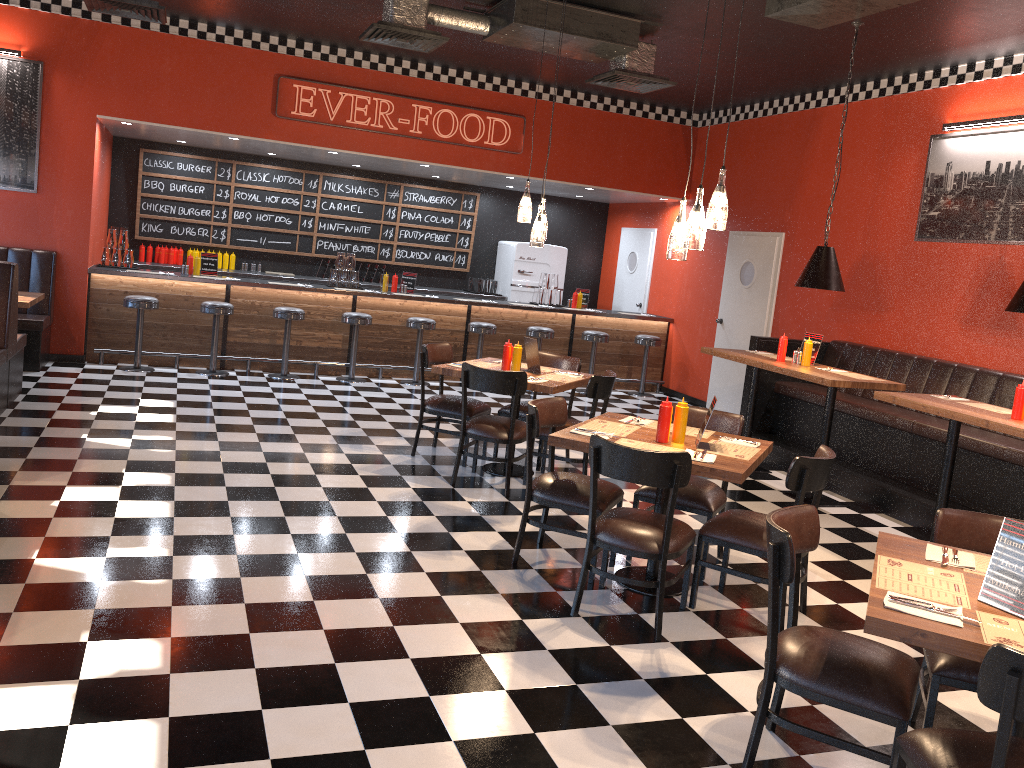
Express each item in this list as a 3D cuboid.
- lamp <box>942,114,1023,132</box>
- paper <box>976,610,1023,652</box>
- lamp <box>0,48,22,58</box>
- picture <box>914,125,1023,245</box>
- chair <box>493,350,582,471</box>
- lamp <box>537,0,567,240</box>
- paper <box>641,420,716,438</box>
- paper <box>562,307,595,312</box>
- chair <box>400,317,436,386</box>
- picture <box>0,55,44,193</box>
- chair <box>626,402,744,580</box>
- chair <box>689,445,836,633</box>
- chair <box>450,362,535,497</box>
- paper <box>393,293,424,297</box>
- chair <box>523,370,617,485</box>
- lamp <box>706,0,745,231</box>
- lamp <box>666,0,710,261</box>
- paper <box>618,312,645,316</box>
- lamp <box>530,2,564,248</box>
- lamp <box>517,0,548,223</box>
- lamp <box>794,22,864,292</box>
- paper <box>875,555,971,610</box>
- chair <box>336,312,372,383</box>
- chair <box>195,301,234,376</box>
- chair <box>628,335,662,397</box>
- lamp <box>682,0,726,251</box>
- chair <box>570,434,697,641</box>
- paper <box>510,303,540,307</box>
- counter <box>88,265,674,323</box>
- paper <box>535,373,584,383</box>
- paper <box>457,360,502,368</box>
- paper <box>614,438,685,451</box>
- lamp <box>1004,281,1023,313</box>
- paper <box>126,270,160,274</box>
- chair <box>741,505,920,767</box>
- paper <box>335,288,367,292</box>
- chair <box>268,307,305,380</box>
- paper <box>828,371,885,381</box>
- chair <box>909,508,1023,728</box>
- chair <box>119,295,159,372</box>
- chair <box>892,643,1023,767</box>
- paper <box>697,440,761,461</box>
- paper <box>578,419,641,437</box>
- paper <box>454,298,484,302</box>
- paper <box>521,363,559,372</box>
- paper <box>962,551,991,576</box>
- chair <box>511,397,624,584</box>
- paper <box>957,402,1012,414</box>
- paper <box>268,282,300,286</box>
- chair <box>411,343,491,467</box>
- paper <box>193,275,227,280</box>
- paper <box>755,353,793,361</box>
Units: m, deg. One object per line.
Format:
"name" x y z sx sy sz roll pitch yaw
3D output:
"lamp" 4.016 -2.095 7.020 0.081 0.056 1.453 3 9 -21
"paper" 1.465 0.700 2.389 0.366 0.001 0.262 10 9 22
"lamp" -5.112 -3.260 8.617 0.610 0.056 0.082 3 8 -21
"picture" 3.983 -1.590 7.100 0.023 0.935 1.781 4 8 -21
"chair" 0.227 0.193 7.133 0.488 0.863 0.545 11 8 35
"lamp" 0.311 -2.051 6.547 0.108 1.956 0.109 2 7 -34
"paper" 0.936 0.253 4.967 0.366 0.001 0.262 10 9 22
"paper" 0.855 -0.964 11.462 0.365 0.001 0.263 3 9 -20
"chair" -1.090 -0.387 10.328 0.349 0.771 0.349 9 7 24
"picture" -5.213 -2.593 8.711 1.022 1.295 0.016 4 7 -21
"chair" 1.011 0.584 5.109 0.488 0.863 0.545 10 8 27
"chair" 1.266 0.717 4.411 0.546 0.863 0.487 11 8 33
"chair" -0.117 0.290 6.240 0.487 0.863 0.546 8 7 18
"paper" -1.245 -1.070 10.631 0.365 0.001 0.263 3 9 -20
"chair" 0.443 0.317 6.469 0.545 0.863 0.488 9 7 19
"lamp" 1.141 -1.750 4.407 0.109 1.956 0.108 11 8 41
"lamp" 0.954 -1.607 4.469 0.108 1.956 0.109 5 6 -9
"paper" 1.603 -0.925 11.748 0.365 0.001 0.262 5 9 -10
"lamp" 0.288 -1.976 6.432 0.109 1.956 0.108 9 7 25
"lamp" 0.194 -2.177 6.546 0.108 1.956 0.109 3 7 -29
"lamp" 2.530 -1.752 6.863 0.383 2.034 0.383 9 7 20
"paper" 1.292 0.619 2.797 0.261 0.001 0.366 10 9 23
"chair" -1.790 -0.424 10.060 0.349 0.771 0.349 8 7 19
"chair" -3.191 -0.497 9.522 0.349 0.771 0.349 10 7 29
"chair" 1.712 -0.241 11.403 0.349 0.771 0.349 9 7 24
"lamp" 1.016 -1.643 4.354 0.109 1.956 0.109 9 6 21
"chair" 0.599 0.676 4.200 0.487 0.863 0.546 9 7 24
"paper" 0.156 -1.002 11.201 0.365 0.001 0.263 3 9 -20
"counter" -1.256 -1.070 10.798 7.033 0.050 0.679 3 9 -21
"paper" 0.347 -0.044 6.506 0.262 0.001 0.366 10 9 23
"paper" -0.260 -0.151 6.772 0.262 0.001 0.366 10 9 24
"paper" 0.680 0.318 4.350 0.366 0.001 0.262 10 9 22
"lamp" 3.202 -1.407 5.064 0.383 2.034 0.383 9 7 20
"paper" -3.967 -1.209 9.569 0.365 0.001 0.263 3 9 -20
"chair" 1.082 0.910 2.999 0.546 0.863 0.487 10 8 28
"paper" -1.890 -1.105 10.391 0.365 0.001 0.263 3 9 -20
"chair" -2.491 -0.460 9.791 0.349 0.771 0.349 10 7 29
"paper" 2.637 -0.060 6.766 0.261 0.001 0.368 3 9 -19
"chair" 1.749 0.952 3.210 0.487 0.863 0.546 9 7 19
"chair" -3.892 -0.533 9.254 0.349 0.771 0.349 9 7 24
"chair" 1.336 1.043 2.302 0.486 0.863 0.547 7 7 2
"paper" 1.116 0.336 4.545 0.262 0.001 0.366 10 9 24
"paper" 0.528 0.235 4.785 0.261 0.001 0.366 10 9 21
"paper" -0.515 -1.031 10.906 0.365 0.001 0.263 2 9 -25
"paper" 0.169 -0.130 6.945 0.366 0.001 0.261 10 9 26
"paper" 1.718 0.639 2.977 0.366 0.001 0.262 10 9 25
"chair" 0.309 0.547 4.846 0.546 0.863 0.488 9 7 21
"paper" 3.070 0.156 5.648 0.261 0.001 0.368 3 9 -19
"paper" -2.597 -1.144 10.133 0.365 0.001 0.263 3 9 -20
"chair" -0.480 0.139 6.970 0.545 0.863 0.488 9 7 18
"paper" -3.341 -1.179 9.824 0.365 0.001 0.263 3 9 -20
"paper" 2.311 -0.230 7.659 0.261 0.001 0.368 3 9 -19
